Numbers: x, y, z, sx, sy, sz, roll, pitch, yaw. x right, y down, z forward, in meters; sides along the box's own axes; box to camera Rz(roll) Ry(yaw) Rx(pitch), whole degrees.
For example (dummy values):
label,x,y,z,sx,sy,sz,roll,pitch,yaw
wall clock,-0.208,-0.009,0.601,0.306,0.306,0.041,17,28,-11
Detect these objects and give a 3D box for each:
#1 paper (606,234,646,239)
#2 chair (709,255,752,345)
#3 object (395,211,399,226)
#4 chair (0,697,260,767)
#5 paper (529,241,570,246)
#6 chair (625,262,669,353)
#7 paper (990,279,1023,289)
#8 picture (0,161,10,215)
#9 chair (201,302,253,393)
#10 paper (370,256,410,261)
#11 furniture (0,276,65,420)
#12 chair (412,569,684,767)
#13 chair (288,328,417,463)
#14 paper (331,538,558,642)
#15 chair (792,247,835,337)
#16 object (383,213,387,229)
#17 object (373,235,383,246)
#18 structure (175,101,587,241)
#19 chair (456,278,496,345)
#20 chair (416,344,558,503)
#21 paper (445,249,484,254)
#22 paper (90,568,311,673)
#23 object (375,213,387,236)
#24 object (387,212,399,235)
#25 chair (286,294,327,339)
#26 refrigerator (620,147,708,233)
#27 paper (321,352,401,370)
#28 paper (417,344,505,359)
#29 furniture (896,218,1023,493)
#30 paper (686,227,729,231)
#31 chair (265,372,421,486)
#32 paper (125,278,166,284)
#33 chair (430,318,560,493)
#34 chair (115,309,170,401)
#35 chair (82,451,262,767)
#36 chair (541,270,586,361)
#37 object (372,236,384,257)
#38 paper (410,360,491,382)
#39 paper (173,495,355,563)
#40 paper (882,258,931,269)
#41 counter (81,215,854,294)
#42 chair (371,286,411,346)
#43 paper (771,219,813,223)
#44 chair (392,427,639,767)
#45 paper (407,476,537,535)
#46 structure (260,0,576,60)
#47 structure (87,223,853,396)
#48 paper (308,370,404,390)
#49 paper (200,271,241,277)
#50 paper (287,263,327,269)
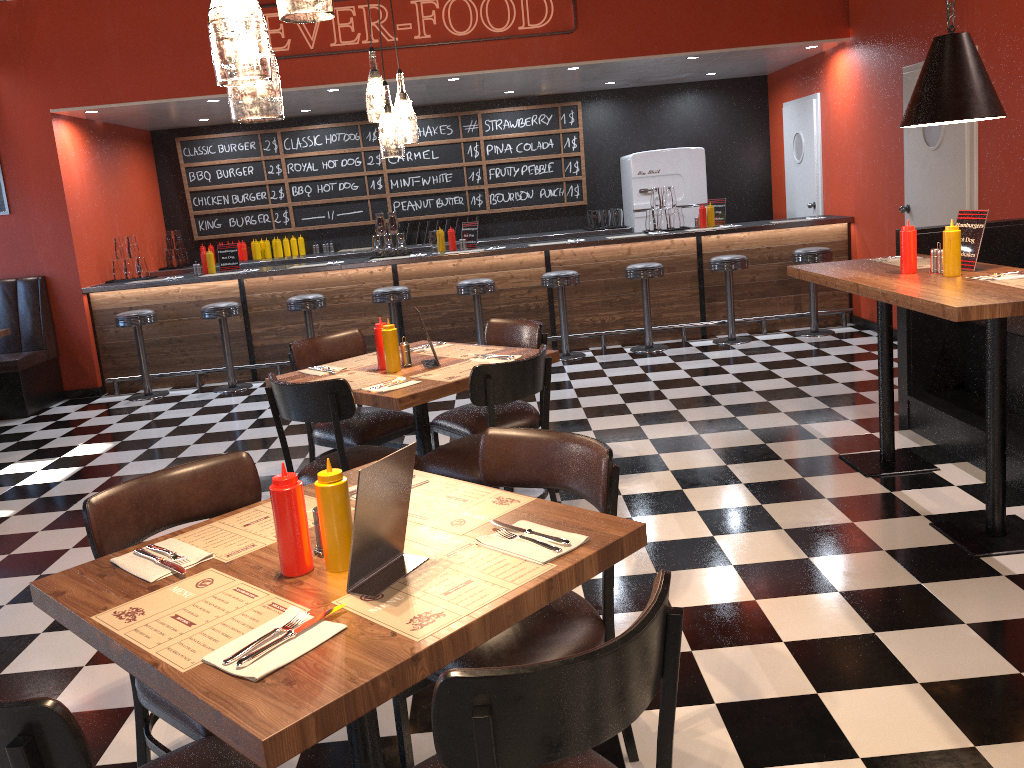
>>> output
label,x,y,z,sx,sy,sz,roll,pitch,yaw
paper,1.069,-1.379,8.270,0.365,0.001,0.263,-5,12,1
chair,1.954,-0.763,7.936,0.348,0.769,0.351,-5,10,4
object,-1.144,-1.553,8.530,0.105,0.207,0.106,5,14,43
chair,-0.673,0.817,1.604,0.487,0.861,0.548,5,15,43
paper,0.340,-1.303,8.226,0.365,0.001,0.263,-6,12,-4
chair,1.205,-0.692,7.926,0.348,0.769,0.351,-5,10,-1
paper,1.988,-0.371,3.278,0.261,0.001,0.368,-5,12,2
picture,-5.023,-2.090,7.743,1.023,1.291,0.016,-5,10,-1
chair,-2.537,-0.337,7.875,0.350,0.769,0.349,-14,13,-40
paper,-1.125,-1.166,8.217,0.365,0.001,0.263,-5,12,1
furniture,-4.983,-0.266,7.696,1.709,1.145,0.711,-5,11,-1
chair,0.025,0.760,1.572,0.489,0.861,0.546,-13,13,-36
chair,-0.802,0.182,4.560,0.545,0.861,0.490,3,13,38
paper,-0.128,0.391,1.736,0.261,0.001,0.367,7,17,44
chair,2.702,-0.834,7.946,0.349,0.769,0.350,5,14,43
object,-1.260,-1.540,8.520,0.105,0.207,0.106,5,14,43
object,-1.301,-1.335,8.574,0.105,0.207,0.106,5,14,43
structure,-1.440,-2.413,10.077,4.542,1.138,0.202,-5,10,-1
chair,-0.292,-0.550,7.906,0.349,0.769,0.350,5,14,43
chair,-0.091,0.289,3.775,0.545,0.861,0.489,3,14,39
paper,-0.439,-1.230,8.220,0.365,0.001,0.263,-5,12,1
paper,-0.602,0.442,1.704,0.366,0.001,0.263,6,17,42
object,-1.252,-1.521,8.430,0.105,0.207,0.106,5,14,43
object,-1.135,-1.530,8.420,0.105,0.207,0.106,5,14,43
chair,-1.788,-0.408,7.885,0.350,0.769,0.349,-14,13,-40
refrigerator,1.732,-1.709,9.953,0.803,1.789,0.856,-5,10,-1
paper,-0.712,-0.114,4.288,0.261,0.001,0.367,7,17,43
paper,-0.251,-0.159,4.301,0.262,0.001,0.366,-17,17,-42
furniture,2.837,0.553,0.682,1.104,1.140,8.829,-5,12,0
paper,1.813,-1.449,8.273,0.365,0.001,0.263,-5,12,0
chair,-0.693,0.349,3.753,0.487,0.861,0.548,3,13,38
paper,-3.352,-0.950,8.163,0.365,0.001,0.263,-5,12,1
chair,-0.081,0.136,4.470,0.547,0.861,0.488,-12,13,-33
chair,-3.285,-0.266,7.865,0.349,0.769,0.350,5,14,43
chair,-0.739,0.670,2.306,0.545,0.861,0.489,4,14,41
chair,0.457,-0.621,7.916,0.349,0.769,0.350,5,14,43
object,-1.285,-1.313,8.465,0.105,0.207,0.106,5,14,43
paper,-0.223,-0.059,3.831,0.261,0.001,0.367,6,17,43
paper,-0.606,0.342,2.162,0.261,0.001,0.368,6,16,41
paper,1.968,-0.576,4.224,0.261,0.001,0.368,-5,12,2
counter,-0.391,-1.243,8.380,7.040,0.050,0.681,-5,12,-1
chair,-1.040,-0.479,7.895,0.349,0.769,0.351,3,13,39
paper,2.612,-1.524,8.284,0.365,0.001,0.263,-3,12,10
chair,0.009,0.600,2.311,0.547,0.861,0.487,-15,14,-42
paper,-0.161,0.295,2.192,0.366,0.001,0.263,6,17,42
structure,-0.898,-3.127,7.634,2.875,0.435,0.123,-5,10,-1
structure,-0.333,-0.647,8.169,7.040,1.032,0.217,-5,10,-1
paper,-0.687,-0.019,3.847,0.366,0.001,0.262,6,17,43
paper,-2.680,-1.016,8.186,0.365,0.001,0.263,-5,12,1
paper,-1.877,-1.098,8.220,0.365,0.001,0.263,-5,12,1
